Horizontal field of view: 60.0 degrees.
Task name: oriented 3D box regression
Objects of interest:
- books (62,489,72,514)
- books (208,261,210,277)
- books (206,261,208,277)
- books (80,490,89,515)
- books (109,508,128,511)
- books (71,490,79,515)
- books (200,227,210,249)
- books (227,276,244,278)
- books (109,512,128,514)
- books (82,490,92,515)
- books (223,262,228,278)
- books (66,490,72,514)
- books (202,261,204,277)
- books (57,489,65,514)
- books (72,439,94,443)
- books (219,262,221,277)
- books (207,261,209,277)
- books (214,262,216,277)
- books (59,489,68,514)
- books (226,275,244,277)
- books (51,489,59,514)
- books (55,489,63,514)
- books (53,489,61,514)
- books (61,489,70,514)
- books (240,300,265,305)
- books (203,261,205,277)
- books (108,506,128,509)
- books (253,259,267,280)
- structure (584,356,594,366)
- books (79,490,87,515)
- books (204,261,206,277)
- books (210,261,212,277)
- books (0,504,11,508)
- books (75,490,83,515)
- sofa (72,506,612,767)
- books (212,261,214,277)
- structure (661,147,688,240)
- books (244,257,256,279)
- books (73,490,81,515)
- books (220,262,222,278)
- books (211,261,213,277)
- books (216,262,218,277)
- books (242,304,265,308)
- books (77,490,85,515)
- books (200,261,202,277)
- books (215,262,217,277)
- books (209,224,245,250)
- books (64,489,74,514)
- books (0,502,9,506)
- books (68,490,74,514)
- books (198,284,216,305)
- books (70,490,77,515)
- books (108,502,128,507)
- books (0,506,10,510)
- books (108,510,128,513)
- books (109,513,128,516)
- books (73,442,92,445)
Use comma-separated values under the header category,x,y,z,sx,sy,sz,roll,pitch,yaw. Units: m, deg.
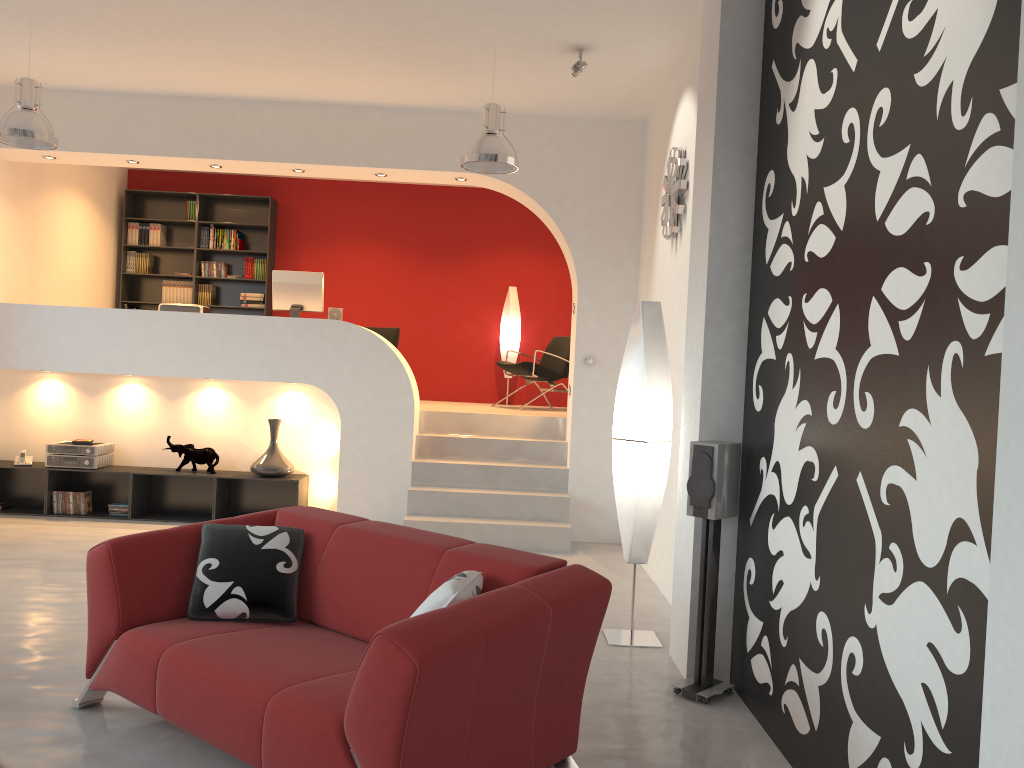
category,x,y,z,sx,sy,sz,roll,pitch,yaw
books,-3.732,0.988,7.447,0.031,0.190,0.135,3,1,-1
books,-3.444,-1.302,10.151,0.031,0.190,0.135,3,1,-1
books,-3.474,-1.303,10.150,0.031,0.190,0.135,3,1,-1
books,-3.582,0.995,7.450,0.031,0.190,0.135,3,1,-1
books,-3.286,1.052,7.505,0.190,0.015,0.135,3,1,-1
books,-3.657,0.992,7.448,0.031,0.190,0.135,3,1,-1
books,-3.486,-1.653,10.137,0.090,0.256,0.181,3,1,-1
books,-3.150,-1.214,10.157,0.190,0.015,0.135,3,1,-1
books,-3.283,1.082,7.506,0.190,0.015,0.135,3,1,-1
books,-3.567,0.996,7.450,0.031,0.190,0.135,3,1,-1
books,-3.279,-1.293,10.153,0.031,0.190,0.135,3,1,-1
books,-3.702,0.990,7.447,0.031,0.190,0.135,3,1,-1
books,-3.519,-1.305,10.149,0.031,0.190,0.135,3,1,-1
books,-3.777,0.986,7.446,0.031,0.190,0.135,3,1,-1
books,-3.627,0.484,7.496,0.135,0.015,0.190,3,1,-16
books,-3.324,-1.296,10.153,0.031,0.190,0.135,3,1,-1
books,-3.459,-1.302,10.150,0.031,0.190,0.135,3,1,-1
books,-3.384,-1.299,10.152,0.031,0.190,0.135,3,1,-1
books,-3.762,0.987,7.446,0.031,0.190,0.135,3,1,-1
books,-3.159,-1.230,10.156,0.190,0.015,0.135,3,1,4
books,-3.822,0.984,7.445,0.031,0.190,0.135,3,1,-1
books,-3.792,0.985,7.446,0.031,0.190,0.135,3,1,-1
books,-3.807,0.984,7.446,0.031,0.190,0.135,3,1,-1
books,-3.747,0.987,7.447,0.031,0.190,0.135,3,1,-1
books,-2.945,-0.925,10.128,0.260,0.040,0.200,3,1,-1
books,-3.504,-1.304,10.150,0.031,0.190,0.135,3,1,-1
books,-3.289,1.037,7.498,0.190,0.015,0.135,3,1,-1
books,-2.870,-1.298,10.152,0.146,0.240,0.170,3,1,-1
structure,0.636,-0.189,7.330,0.080,0.080,0.016,3,1,-1
books,-3.597,0.995,7.449,0.031,0.190,0.135,3,1,-1
books,-3.489,-1.304,10.150,0.031,0.190,0.135,3,1,-1
books,-3.429,-1.301,10.151,0.031,0.190,0.135,3,1,-1
books,-4.365,1.029,7.487,0.190,0.015,0.135,3,1,-1
books,-3.627,0.993,7.449,0.031,0.190,0.135,3,1,-1
sofa,-0.666,0.932,3.153,1.929,0.738,0.951,3,1,39
books,-3.399,-1.299,10.151,0.031,0.190,0.135,3,1,-1
structure,1.050,-1.247,5.814,0.090,0.596,0.596,3,1,-1
books,-2.989,-1.312,10.150,0.090,0.256,0.181,3,1,-1
books,-3.642,0.992,7.449,0.031,0.190,0.135,3,1,-1
books,-3.309,-1.295,10.153,0.031,0.190,0.135,3,1,-1
books,-3.414,-1.300,10.151,0.031,0.190,0.135,3,1,-1
books,-3.354,-1.297,10.152,0.031,0.190,0.135,3,1,-1
books,-2.929,-0.884,10.133,0.260,0.040,0.200,3,1,1
books,-3.612,0.994,7.449,0.031,0.190,0.135,3,1,-1
books,-3.534,-1.306,10.149,0.031,0.190,0.135,3,1,-1
books,-3.369,-1.298,10.152,0.031,0.190,0.135,3,1,-1
books,-3.249,-1.656,10.118,0.341,0.286,0.231,3,1,-1
books,-3.717,0.989,7.447,0.031,0.190,0.135,3,1,-1
books,-4.380,1.013,7.487,0.190,0.015,0.135,3,1,-1
books,-3.687,0.990,7.448,0.031,0.190,0.135,3,1,-1
books,-3.490,-1.012,10.145,0.146,0.240,0.170,3,1,-1
books,-3.672,0.991,7.448,0.031,0.190,0.135,3,1,-1
books,-3.298,1.021,7.505,0.190,0.015,0.135,3,1,-6
books,-4.370,1.044,7.487,0.190,0.015,0.135,3,1,-1
books,-3.292,1.067,7.505,0.190,0.015,0.135,3,1,4
books,-3.290,1.097,7.506,0.190,0.015,0.135,3,1,-6
books,-3.624,0.500,7.487,0.135,0.015,0.190,3,1,-21
